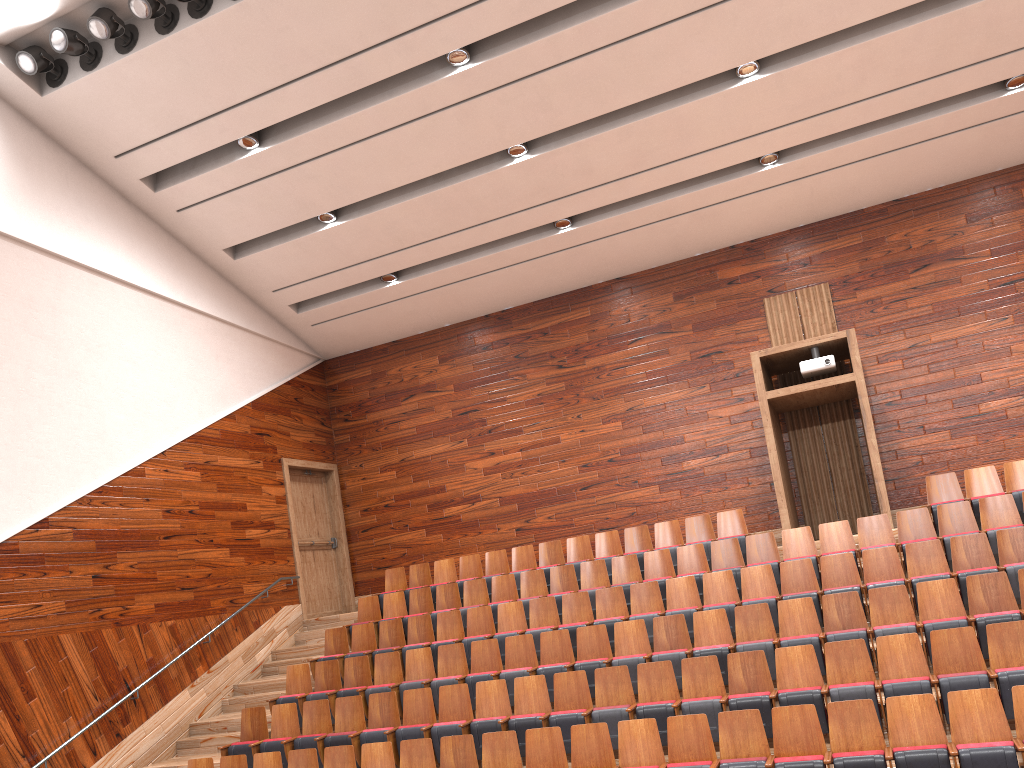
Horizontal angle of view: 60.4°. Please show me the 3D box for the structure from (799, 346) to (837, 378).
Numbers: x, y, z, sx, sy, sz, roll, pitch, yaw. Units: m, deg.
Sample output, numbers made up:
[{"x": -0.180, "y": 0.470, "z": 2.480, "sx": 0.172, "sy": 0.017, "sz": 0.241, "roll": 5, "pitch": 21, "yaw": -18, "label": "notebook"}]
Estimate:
[{"x": 0.354, "y": -0.028, "z": 1.020, "sx": 0.039, "sy": 0.031, "sz": 0.041, "roll": -13, "pitch": -11, "yaw": 21, "label": "structure"}]

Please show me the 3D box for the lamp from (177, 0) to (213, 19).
[{"x": -0.297, "y": -0.357, "z": 0.797, "sx": 0.031, "sy": 0.030, "sz": 0.044, "roll": -12, "pitch": -11, "yaw": 20, "label": "lamp"}]

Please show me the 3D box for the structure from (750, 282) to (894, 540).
[{"x": 0.370, "y": 0.026, "z": 1.073, "sx": 0.118, "sy": 0.324, "sz": 0.145, "roll": -11, "pitch": -7, "yaw": 21, "label": "structure"}]

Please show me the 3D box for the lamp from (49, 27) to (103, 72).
[{"x": -0.422, "y": -0.326, "z": 0.847, "sx": 0.031, "sy": 0.030, "sz": 0.044, "roll": -12, "pitch": -11, "yaw": 20, "label": "lamp"}]

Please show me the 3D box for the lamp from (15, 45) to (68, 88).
[{"x": -0.465, "y": -0.315, "z": 0.864, "sx": 0.031, "sy": 0.031, "sz": 0.045, "roll": -12, "pitch": -11, "yaw": 20, "label": "lamp"}]

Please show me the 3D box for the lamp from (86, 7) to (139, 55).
[{"x": -0.380, "y": -0.337, "z": 0.830, "sx": 0.031, "sy": 0.031, "sz": 0.045, "roll": -12, "pitch": -11, "yaw": 20, "label": "lamp"}]

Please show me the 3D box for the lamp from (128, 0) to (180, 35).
[{"x": -0.334, "y": -0.348, "z": 0.811, "sx": 0.031, "sy": 0.031, "sz": 0.045, "roll": -12, "pitch": -11, "yaw": 20, "label": "lamp"}]

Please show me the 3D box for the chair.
[{"x": 0.245, "y": 0.246, "z": 0.625, "sx": 1.194, "sy": 0.366, "sz": 0.779, "roll": -14, "pitch": -12, "yaw": 21, "label": "chair"}]

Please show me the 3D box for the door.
[{"x": -0.300, "y": 0.237, "z": 1.336, "sx": 0.024, "sy": 0.236, "sz": 0.141, "roll": -11, "pitch": -8, "yaw": 20, "label": "door"}]
